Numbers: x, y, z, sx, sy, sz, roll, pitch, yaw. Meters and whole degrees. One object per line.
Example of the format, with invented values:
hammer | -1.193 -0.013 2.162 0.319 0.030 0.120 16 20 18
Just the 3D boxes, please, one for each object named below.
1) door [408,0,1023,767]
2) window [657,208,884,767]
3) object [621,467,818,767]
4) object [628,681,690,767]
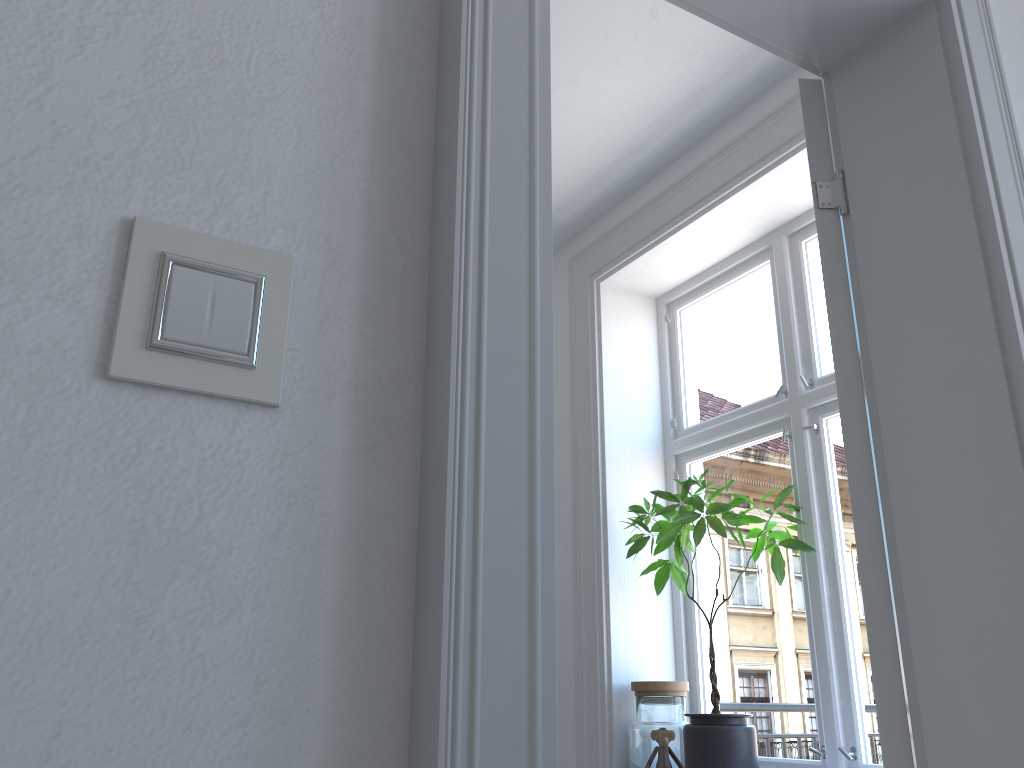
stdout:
door | 0.460 0.327 1.150 0.505 2.171 1.467 -18 -27 41
window | 0.985 0.334 2.932 0.094 1.896 1.360 12 -23 -28
object | 0.667 0.773 2.890 0.696 1.019 0.498 -12 -23 30
object | 0.510 1.186 3.012 0.228 0.329 0.228 11 -22 -27
